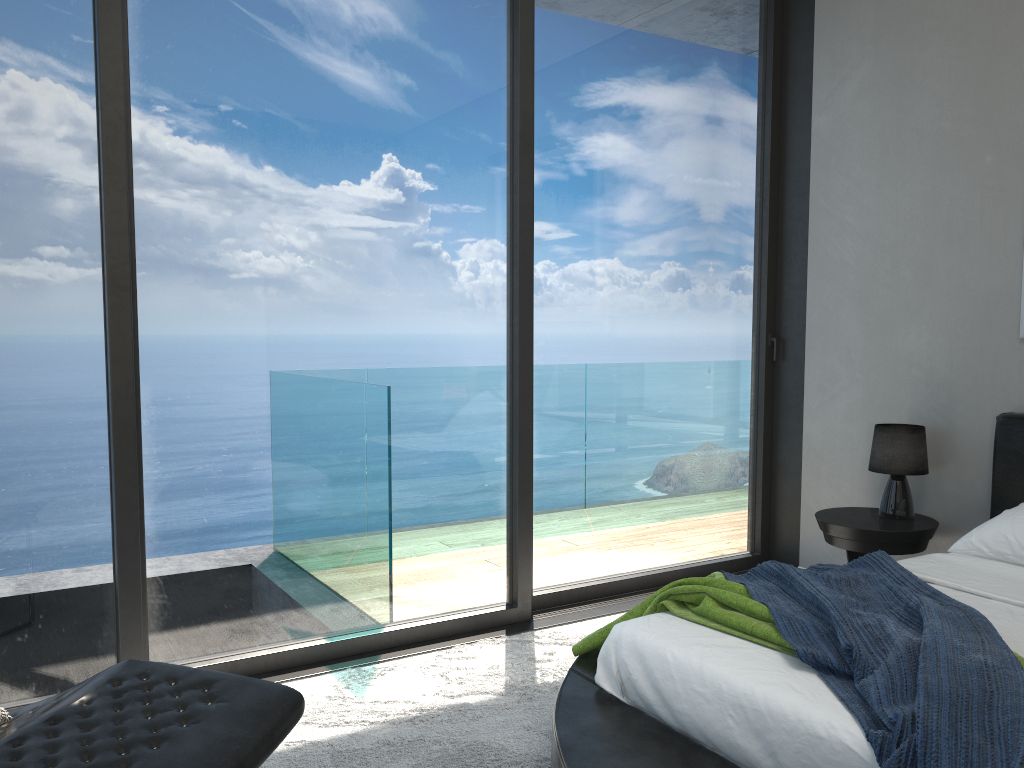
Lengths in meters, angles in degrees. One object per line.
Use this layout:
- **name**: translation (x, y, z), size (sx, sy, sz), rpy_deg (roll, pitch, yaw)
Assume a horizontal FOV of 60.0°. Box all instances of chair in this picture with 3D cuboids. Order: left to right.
- **chair**: translation (-1.096, 0.656, 1.602), size (1.281, 0.997, 0.638), rpy_deg (1, 4, 14)

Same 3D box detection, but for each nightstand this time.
- **nightstand**: translation (1.572, 0.800, 3.854), size (0.496, 0.441, 0.496), rpy_deg (-1, 4, -20)

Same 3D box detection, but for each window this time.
- **window**: translation (2.368, -0.534, 3.199), size (9.719, 3.189, 3.591), rpy_deg (-2, 4, -31)

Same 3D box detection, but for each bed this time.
- **bed**: translation (1.399, 0.658, 2.149), size (2.616, 0.935, 2.751), rpy_deg (-2, 4, -31)

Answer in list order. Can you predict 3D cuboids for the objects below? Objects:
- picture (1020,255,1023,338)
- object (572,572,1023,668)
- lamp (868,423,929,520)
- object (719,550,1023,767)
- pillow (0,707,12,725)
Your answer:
- **picture**: translation (2.485, -0.836, 2.688), size (0.025, 1.403, 1.798), rpy_deg (-3, 5, -31)
- **object**: translation (0.991, 0.746, 1.913), size (0.646, 0.343, 2.299), rpy_deg (-2, 4, -32)
- **lamp**: translation (1.674, 0.379, 3.845), size (0.241, 0.401, 0.219), rpy_deg (2, 5, 28)
- **object**: translation (0.824, 0.798, 2.005), size (0.685, 0.569, 2.150), rpy_deg (1, 4, 11)
- **pillow**: translation (-1.223, 0.649, 1.635), size (0.313, 0.199, 0.441), rpy_deg (1, 4, 10)
